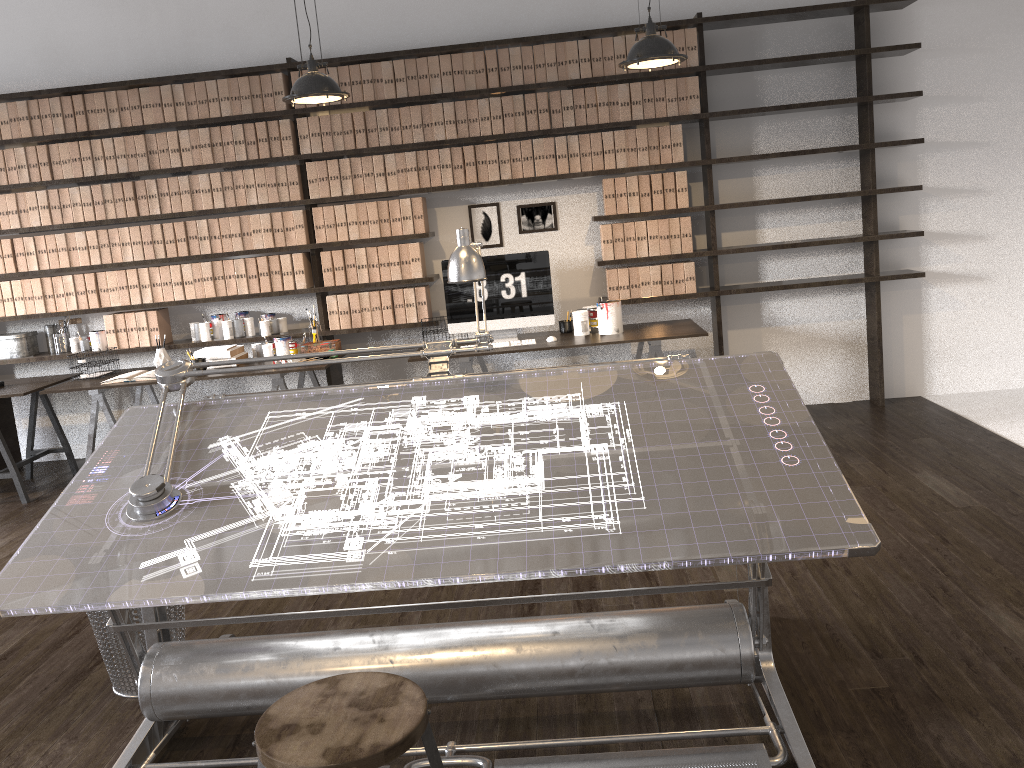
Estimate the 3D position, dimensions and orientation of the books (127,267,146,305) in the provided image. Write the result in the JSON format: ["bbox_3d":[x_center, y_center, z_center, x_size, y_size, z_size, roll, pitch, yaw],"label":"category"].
[{"bbox_3d":[-2.385,-0.630,5.685,0.066,0.224,0.176,-5,9,4],"label":"books"}]

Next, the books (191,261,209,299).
[{"bbox_3d":[-1.970,-0.666,5.664,0.066,0.224,0.176,-5,9,4],"label":"books"}]

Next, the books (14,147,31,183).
[{"bbox_3d":[-3.053,-1.378,5.611,0.066,0.224,0.176,-5,9,4],"label":"books"}]

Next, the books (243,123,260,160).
[{"bbox_3d":[-1.599,-1.504,5.526,0.066,0.224,0.176,-5,9,4],"label":"books"}]

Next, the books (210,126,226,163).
[{"bbox_3d":[-1.811,-1.485,5.539,0.066,0.224,0.176,-5,9,4],"label":"books"}]

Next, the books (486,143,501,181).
[{"bbox_3d":[-0.112,-1.364,5.466,0.066,0.224,0.176,-5,9,4],"label":"books"}]

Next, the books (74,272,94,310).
[{"bbox_3d":[-2.733,-0.601,5.713,0.066,0.224,0.176,-5,9,4],"label":"books"}]

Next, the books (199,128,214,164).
[{"bbox_3d":[-1.878,-1.478,5.537,0.067,0.224,0.176,-5,9,4],"label":"books"}]

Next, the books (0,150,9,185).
[{"bbox_3d":[-3.194,-1.367,5.624,0.066,0.224,0.176,-5,9,4],"label":"books"}]

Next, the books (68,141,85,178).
[{"bbox_3d":[-2.707,-1.408,5.588,0.067,0.224,0.176,-5,9,4],"label":"books"}]

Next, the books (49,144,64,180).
[{"bbox_3d":[-2.834,-1.398,5.602,0.066,0.224,0.176,-5,9,4],"label":"books"}]

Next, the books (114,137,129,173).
[{"bbox_3d":[-2.416,-1.433,5.573,0.066,0.224,0.176,-5,9,4],"label":"books"}]

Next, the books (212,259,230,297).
[{"bbox_3d":[-1.837,-0.678,5.657,0.066,0.224,0.176,-5,9,4],"label":"books"}]

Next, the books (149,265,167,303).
[{"bbox_3d":[-2.244,-0.643,5.683,0.066,0.224,0.176,-5,9,4],"label":"books"}]

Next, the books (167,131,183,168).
[{"bbox_3d":[-2.079,-1.462,5.550,0.067,0.224,0.176,-5,9,4],"label":"books"}]

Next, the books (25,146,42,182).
[{"bbox_3d":[-2.982,-1.385,5.611,0.066,0.224,0.176,-5,9,4],"label":"books"}]

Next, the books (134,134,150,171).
[{"bbox_3d":[-2.288,-1.443,5.562,0.067,0.224,0.176,-5,9,4],"label":"books"}]

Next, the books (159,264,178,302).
[{"bbox_3d":[-2.174,-0.649,5.677,0.066,0.224,0.176,-5,9,4],"label":"books"}]

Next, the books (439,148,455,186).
[{"bbox_3d":[-0.396,-1.340,5.486,0.066,0.224,0.176,-5,9,4],"label":"books"}]

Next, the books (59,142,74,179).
[{"bbox_3d":[-2.769,-1.403,5.596,0.066,0.224,0.176,-5,9,4],"label":"books"}]

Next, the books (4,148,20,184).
[{"bbox_3d":[-3.124,-1.373,5.619,0.066,0.224,0.176,-5,9,4],"label":"books"}]

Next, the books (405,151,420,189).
[{"bbox_3d":[-0.604,-1.322,5.497,0.067,0.224,0.176,-5,9,4],"label":"books"}]

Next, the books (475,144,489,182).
[{"bbox_3d":[-0.177,-1.360,5.477,0.066,0.224,0.176,-5,9,4],"label":"books"}]

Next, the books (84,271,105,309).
[{"bbox_3d":[-2.659,-0.607,5.703,0.067,0.224,0.176,-5,9,4],"label":"books"}]

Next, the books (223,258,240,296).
[{"bbox_3d":[-1.766,-0.684,5.653,0.066,0.224,0.176,-5,9,4],"label":"books"}]

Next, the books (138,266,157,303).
[{"bbox_3d":[-2.313,-0.637,5.684,0.066,0.224,0.176,-5,9,4],"label":"books"}]

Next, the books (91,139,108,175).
[{"bbox_3d":[-2.562,-1.421,5.582,0.066,0.224,0.176,-5,9,4],"label":"books"}]

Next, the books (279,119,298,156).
[{"bbox_3d":[-1.375,-1.522,5.510,0.066,0.224,0.176,-5,9,4],"label":"books"}]

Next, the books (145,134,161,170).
[{"bbox_3d":[-2.218,-1.451,5.565,0.066,0.224,0.176,-5,9,4],"label":"books"}]

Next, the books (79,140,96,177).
[{"bbox_3d":[-2.635,-1.414,5.583,0.066,0.224,0.176,-5,9,4],"label":"books"}]

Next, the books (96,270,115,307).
[{"bbox_3d":[-2.585,-0.614,5.704,0.066,0.224,0.176,-5,9,4],"label":"books"}]

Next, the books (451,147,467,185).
[{"bbox_3d":[-0.325,-1.347,5.486,0.066,0.224,0.176,-5,9,4],"label":"books"}]

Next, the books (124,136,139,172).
[{"bbox_3d":[-2.354,-1.439,5.571,0.066,0.224,0.176,-5,9,4],"label":"books"}]

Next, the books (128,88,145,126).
[{"bbox_3d":[-2.311,-1.716,5.529,0.066,0.224,0.176,-5,9,4],"label":"books"}]

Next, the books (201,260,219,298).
[{"bbox_3d":[-1.904,-0.671,5.655,0.067,0.224,0.176,-5,9,4],"label":"books"}]

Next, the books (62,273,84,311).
[{"bbox_3d":[-2.804,-0.594,5.713,0.066,0.224,0.176,-5,9,4],"label":"books"}]

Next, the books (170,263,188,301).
[{"bbox_3d":[-2.105,-0.654,5.669,0.067,0.224,0.176,-5,9,4],"label":"books"}]

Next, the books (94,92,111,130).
[{"bbox_3d":[-2.522,-1.697,5.537,0.066,0.224,0.176,-5,9,4],"label":"books"}]

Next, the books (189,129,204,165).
[{"bbox_3d":[-1.944,-1.474,5.546,0.066,0.224,0.176,-5,9,4],"label":"books"}]

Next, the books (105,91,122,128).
[{"bbox_3d":[-2.450,-1.704,5.536,0.066,0.224,0.176,-5,9,4],"label":"books"}]

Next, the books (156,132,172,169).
[{"bbox_3d":[-2.149,-1.456,5.559,0.066,0.224,0.176,-5,9,4],"label":"books"}]

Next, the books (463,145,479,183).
[{"bbox_3d":[-0.251,-1.352,5.476,0.067,0.224,0.176,-5,9,4],"label":"books"}]

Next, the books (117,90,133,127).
[{"bbox_3d":[-2.381,-1.710,5.535,0.066,0.224,0.176,-5,9,4],"label":"books"}]

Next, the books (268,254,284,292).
[{"bbox_3d":[-1.477,-0.709,5.635,0.066,0.224,0.176,-5,9,4],"label":"books"}]

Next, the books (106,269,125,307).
[{"bbox_3d":[-2.520,-0.619,5.697,0.066,0.224,0.176,-5,9,4],"label":"books"}]

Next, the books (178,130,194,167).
[{"bbox_3d":[-2.007,-1.468,5.548,0.066,0.224,0.176,-5,9,4],"label":"books"}]

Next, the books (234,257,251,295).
[{"bbox_3d":[-1.696,-0.689,5.644,0.066,0.224,0.176,-5,9,4],"label":"books"}]

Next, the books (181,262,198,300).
[{"bbox_3d":[-2.033,-0.661,5.666,0.066,0.224,0.176,-5,9,4],"label":"books"}]

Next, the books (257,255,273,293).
[{"bbox_3d":[-1.551,-0.702,5.635,0.067,0.224,0.176,-5,9,4],"label":"books"}]

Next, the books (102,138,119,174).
[{"bbox_3d":[-2.489,-1.427,5.576,0.067,0.224,0.176,-5,9,4],"label":"books"}]

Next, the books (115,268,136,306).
[{"bbox_3d":[-2.457,-0.624,5.689,0.067,0.224,0.176,-5,9,4],"label":"books"}]

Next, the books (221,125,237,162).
[{"bbox_3d":[-1.740,-1.491,5.534,0.066,0.224,0.176,-5,9,4],"label":"books"}]

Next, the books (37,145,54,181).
[{"bbox_3d":[-2.908,-1.391,5.601,0.067,0.224,0.176,-5,9,4],"label":"books"}]

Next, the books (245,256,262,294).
[{"bbox_3d":[-1.625,-0.696,5.645,0.066,0.224,0.176,-5,9,4],"label":"books"}]

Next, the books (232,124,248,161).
[{"bbox_3d":[-1.670,-1.497,5.526,0.066,0.224,0.176,-5,9,4],"label":"books"}]
